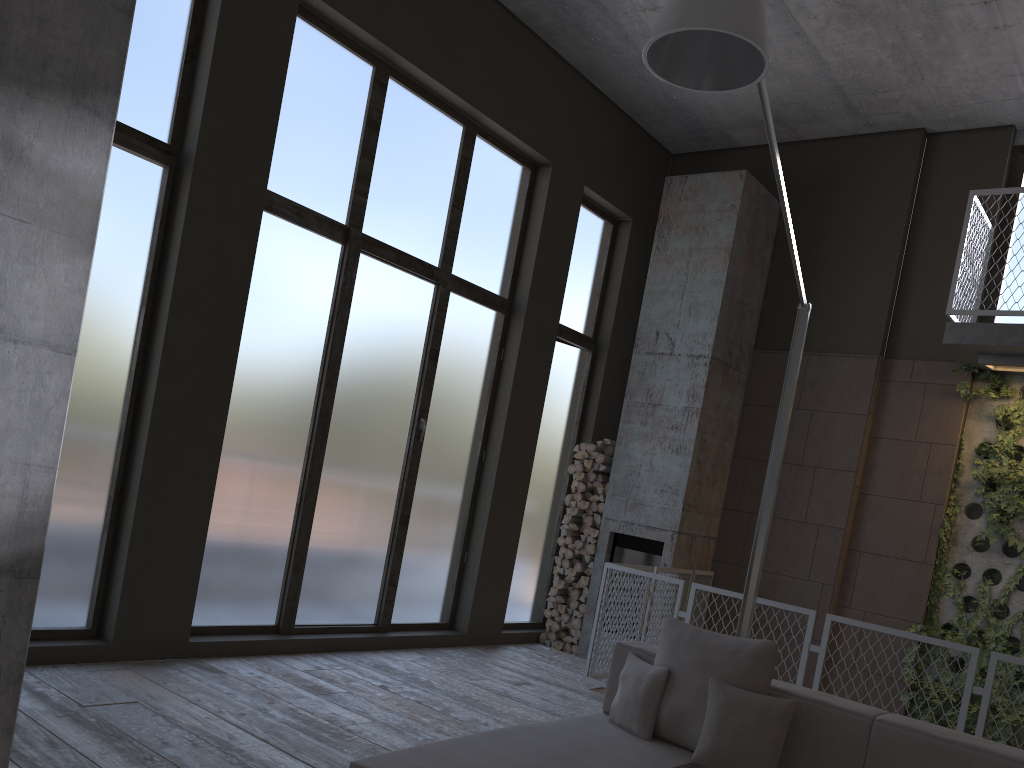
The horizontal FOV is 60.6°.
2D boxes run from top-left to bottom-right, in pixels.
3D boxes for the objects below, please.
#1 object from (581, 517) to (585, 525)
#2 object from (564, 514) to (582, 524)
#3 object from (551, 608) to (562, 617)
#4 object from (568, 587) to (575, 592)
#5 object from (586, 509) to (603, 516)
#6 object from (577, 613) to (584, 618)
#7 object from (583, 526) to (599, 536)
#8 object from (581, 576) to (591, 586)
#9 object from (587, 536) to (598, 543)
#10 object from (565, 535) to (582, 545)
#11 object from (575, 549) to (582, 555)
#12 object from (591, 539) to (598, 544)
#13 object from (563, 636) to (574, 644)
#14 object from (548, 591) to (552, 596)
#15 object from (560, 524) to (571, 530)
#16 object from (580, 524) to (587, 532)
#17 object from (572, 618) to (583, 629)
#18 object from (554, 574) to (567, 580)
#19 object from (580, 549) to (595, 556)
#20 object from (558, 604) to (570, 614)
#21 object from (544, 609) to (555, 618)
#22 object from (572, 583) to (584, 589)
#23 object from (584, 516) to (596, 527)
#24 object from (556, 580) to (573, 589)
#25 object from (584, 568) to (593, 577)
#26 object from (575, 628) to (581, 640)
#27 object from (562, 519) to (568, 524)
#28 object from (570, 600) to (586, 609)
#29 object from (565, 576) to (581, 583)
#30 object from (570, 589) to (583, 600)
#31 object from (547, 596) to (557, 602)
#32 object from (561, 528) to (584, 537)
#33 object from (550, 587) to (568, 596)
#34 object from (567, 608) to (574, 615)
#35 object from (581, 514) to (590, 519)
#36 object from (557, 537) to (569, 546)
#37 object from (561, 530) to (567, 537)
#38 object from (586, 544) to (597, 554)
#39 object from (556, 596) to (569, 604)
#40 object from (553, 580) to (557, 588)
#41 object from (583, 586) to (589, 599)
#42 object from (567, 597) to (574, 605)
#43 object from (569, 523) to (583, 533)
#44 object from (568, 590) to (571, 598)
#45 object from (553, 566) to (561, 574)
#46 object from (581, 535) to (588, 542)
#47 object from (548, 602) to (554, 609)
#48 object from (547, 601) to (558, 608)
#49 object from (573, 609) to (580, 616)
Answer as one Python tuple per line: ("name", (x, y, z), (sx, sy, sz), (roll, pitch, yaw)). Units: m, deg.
("object", (0.799, 1.369, 8.624), (0.102, 0.102, 0.297), (8, -6, 40))
("object", (0.677, 1.344, 8.613), (0.089, 0.089, 0.463), (8, -6, 41))
("object", (0.558, 2.254, 8.650), (0.089, 0.089, 0.463), (8, -6, 40))
("object", (0.670, 2.000, 8.553), (0.063, 0.074, 0.365), (9, -6, 41))
("object", (0.837, 1.255, 8.472), (0.088, 0.056, 0.338), (7, -7, 40))
("object", (0.713, 2.209, 8.372), (0.062, 0.048, 0.254), (8, -7, 38))
("object", (0.854, 1.439, 8.495), (0.091, 0.093, 0.444), (8, -6, 40))
("object", (0.833, 1.901, 8.448), (0.092, 0.083, 0.487), (8, -6, 40))
("object", (0.870, 1.517, 8.465), (0.066, 0.067, 0.430), (8, -6, 40))
("object", (0.687, 1.549, 8.628), (0.089, 0.089, 0.463), (8, -6, 40))
("object", (0.728, 1.643, 8.548), (0.063, 0.074, 0.365), (9, -6, 37))
("object", (0.841, 1.504, 8.350), (0.062, 0.048, 0.254), (8, -7, 38))
("object", (0.666, 2.491, 8.545), (0.113, 0.079, 0.442), (7, -7, 38))
("object", (0.517, 2.070, 8.696), (0.066, 0.071, 0.430), (9, -6, 40))
("object", (0.625, 1.427, 8.649), (0.120, 0.067, 0.369), (7, -7, 38))
("object", (0.813, 1.423, 8.563), (0.100, 0.086, 0.369), (8, -6, 40))
("object", (0.694, 2.282, 8.380), (0.099, 0.102, 0.297), (9, -6, 38))
("object", (0.543, 1.950, 8.717), (0.069, 0.118, 0.370), (10, -5, 39))
("object", (0.806, 1.636, 8.482), (0.120, 0.067, 0.369), (7, -7, 40))
("object", (0.621, 2.203, 8.582), (0.092, 0.083, 0.487), (8, -6, 40))
("object", (0.483, 2.276, 8.702), (0.090, 0.092, 0.444), (8, -6, 40))
("object", (0.708, 1.960, 8.494), (0.088, 0.056, 0.338), (7, -7, 40))
("object", (0.809, 1.324, 8.447), (0.097, 0.107, 0.299), (9, -5, 38))
("object", (0.601, 1.969, 8.569), (0.092, 0.083, 0.487), (8, -6, 38))
("object", (0.857, 1.826, 8.469), (0.113, 0.079, 0.442), (7, -7, 38))
("object", (0.735, 2.401, 8.424), (0.063, 0.125, 0.370), (10, -4, 41))
("object", (0.646, 1.365, 8.674), (0.066, 0.071, 0.430), (9, -6, 40))
("object", (0.725, 2.144, 8.517), (0.091, 0.093, 0.444), (8, -6, 40))
("object", (0.680, 1.907, 8.545), (0.113, 0.079, 0.442), (7, -7, 38))
("object", (0.680, 2.029, 8.469), (0.097, 0.107, 0.299), (9, -5, 38))
("object", (0.496, 2.132, 8.671), (0.120, 0.067, 0.369), (7, -7, 38))
("object", (0.631, 1.457, 8.547), (0.070, 0.072, 0.430), (8, -6, 40))
("object", (0.549, 2.049, 8.636), (0.089, 0.089, 0.463), (8, -6, 41))
("object", (0.678, 2.218, 8.537), (0.066, 0.067, 0.430), (8, -6, 40))
("object", (0.799, 1.295, 8.531), (0.063, 0.074, 0.365), (9, -6, 41))
("object", (0.612, 1.571, 8.680), (0.090, 0.092, 0.444), (8, -6, 40))
("object", (0.630, 1.503, 8.651), (0.066, 0.085, 0.432), (9, -6, 41))
("object", (0.822, 1.577, 8.357), (0.099, 0.102, 0.297), (9, -6, 38))
("object", (0.597, 2.131, 8.640), (0.113, 0.079, 0.442), (7, -7, 40))
("object", (0.542, 1.975, 8.618), (0.066, 0.067, 0.430), (9, -6, 38))
("object", (0.808, 2.005, 8.412), (0.063, 0.125, 0.370), (10, -4, 41))
("object", (0.684, 2.128, 8.585), (0.100, 0.086, 0.369), (8, -6, 40))
("object", (0.726, 1.426, 8.617), (0.113, 0.079, 0.442), (7, -7, 40))
("object", (0.670, 2.074, 8.646), (0.102, 0.102, 0.297), (8, -6, 40))
("object", (0.564, 1.849, 8.697), (0.078, 0.107, 0.444), (9, -5, 39))
("object", (0.807, 1.513, 8.515), (0.066, 0.067, 0.430), (8, -6, 40))
("object", (0.501, 2.208, 8.673), (0.066, 0.085, 0.432), (9, -6, 41))
("object", (0.502, 2.162, 8.569), (0.070, 0.072, 0.430), (8, -6, 40))
("object", (0.741, 2.222, 8.487), (0.066, 0.067, 0.430), (8, -6, 40))
